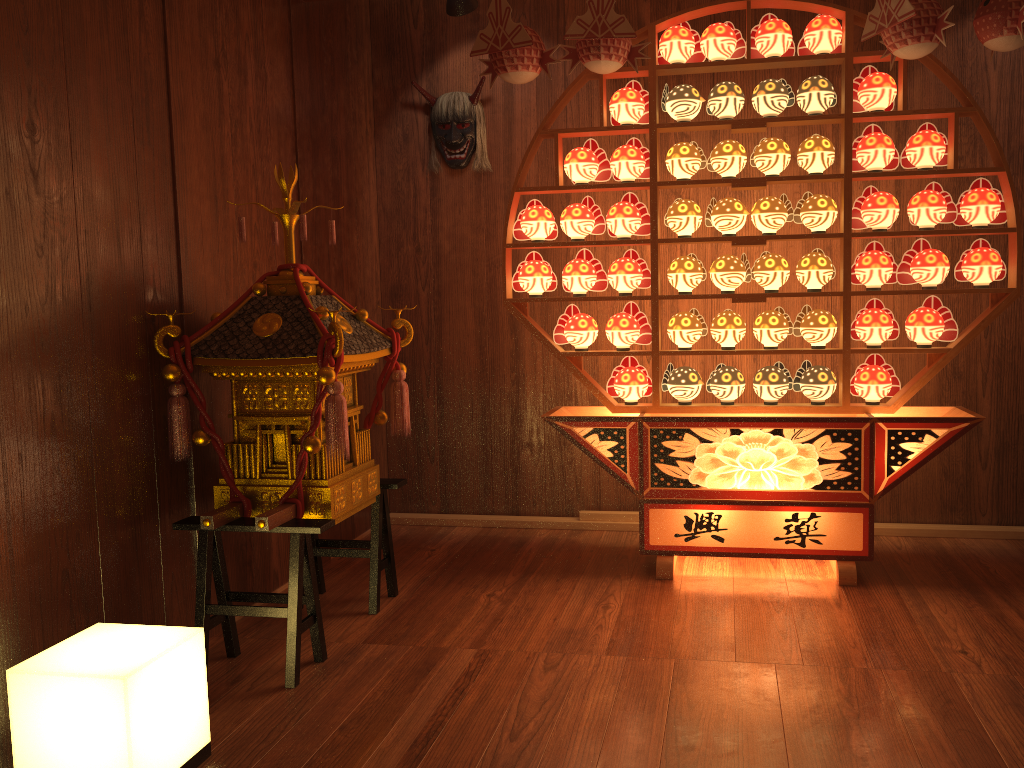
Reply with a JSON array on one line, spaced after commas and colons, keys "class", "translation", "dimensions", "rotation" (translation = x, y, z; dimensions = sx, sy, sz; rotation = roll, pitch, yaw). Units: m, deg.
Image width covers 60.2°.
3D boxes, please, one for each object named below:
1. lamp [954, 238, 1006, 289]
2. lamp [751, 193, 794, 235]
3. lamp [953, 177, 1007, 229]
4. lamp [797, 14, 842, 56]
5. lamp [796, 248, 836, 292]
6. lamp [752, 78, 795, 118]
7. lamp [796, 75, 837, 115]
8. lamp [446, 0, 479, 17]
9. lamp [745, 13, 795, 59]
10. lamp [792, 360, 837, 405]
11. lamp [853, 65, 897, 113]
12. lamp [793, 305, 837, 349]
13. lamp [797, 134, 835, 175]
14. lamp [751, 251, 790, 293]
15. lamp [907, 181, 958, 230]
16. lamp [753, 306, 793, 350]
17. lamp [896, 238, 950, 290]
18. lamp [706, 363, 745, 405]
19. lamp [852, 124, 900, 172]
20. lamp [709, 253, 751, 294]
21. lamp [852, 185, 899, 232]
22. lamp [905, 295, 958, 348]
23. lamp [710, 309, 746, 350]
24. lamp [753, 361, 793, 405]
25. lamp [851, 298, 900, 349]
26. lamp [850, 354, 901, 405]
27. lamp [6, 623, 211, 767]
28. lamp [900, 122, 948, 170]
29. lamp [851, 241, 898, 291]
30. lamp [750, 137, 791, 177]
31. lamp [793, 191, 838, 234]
[{"class": "lamp", "translation": [1.761, -0.454, 3.311], "dimensions": [0.178, 0.192, 0.160], "rotation": [1, 6, 22]}, {"class": "lamp", "translation": [0.993, -0.659, 3.437], "dimensions": [0.161, 0.167, 0.135], "rotation": [-4, 6, -23]}, {"class": "lamp", "translation": [1.744, -0.677, 3.292], "dimensions": [0.195, 0.200, 0.161], "rotation": [1, 6, 26]}, {"class": "lamp", "translation": [1.171, -1.327, 3.328], "dimensions": [0.186, 0.188, 0.160], "rotation": [0, 6, 16]}, {"class": "lamp", "translation": [1.167, -0.442, 3.416], "dimensions": [0.136, 0.173, 0.161], "rotation": [1, 6, 27]}, {"class": "lamp", "translation": [0.985, -1.097, 3.390], "dimensions": [0.162, 0.167, 0.134], "rotation": [-5, 7, -38]}, {"class": "lamp", "translation": [1.150, -1.100, 3.355], "dimensions": [0.136, 0.173, 0.161], "rotation": [1, 6, 27]}, {"class": "lamp", "translation": [-0.206, -1.592, 3.618], "dimensions": [0.136, 0.176, 0.174], "rotation": [-2, 5, -2]}, {"class": "lamp", "translation": [0.996, -1.332, 3.358], "dimensions": [0.200, 0.200, 0.157], "rotation": [-1, 5, 1]}, {"class": "lamp", "translation": [1.203, -0.005, 3.457], "dimensions": [0.143, 0.173, 0.153], "rotation": [-4, 6, -23]}, {"class": "lamp", "translation": [1.373, -1.114, 3.315], "dimensions": [0.201, 0.200, 0.156], "rotation": [-2, 5, -4]}, {"class": "lamp", "translation": [1.196, -0.223, 3.434], "dimensions": [0.143, 0.173, 0.153], "rotation": [-4, 6, -23]}, {"class": "lamp", "translation": [1.160, -0.881, 3.373], "dimensions": [0.137, 0.173, 0.160], "rotation": [0, 6, 17]}, {"class": "lamp", "translation": [1.014, -0.439, 3.443], "dimensions": [0.140, 0.167, 0.156], "rotation": [-2, 5, -3]}, {"class": "lamp", "translation": [1.560, -0.672, 3.328], "dimensions": [0.175, 0.191, 0.162], "rotation": [3, 7, 42]}, {"class": "lamp", "translation": [1.011, -0.219, 3.468], "dimensions": [0.134, 0.167, 0.162], "rotation": [3, 7, 42]}, {"class": "lamp", "translation": [1.584, -0.457, 3.342], "dimensions": [0.201, 0.200, 0.156], "rotation": [-2, 5, -4]}, {"class": "lamp", "translation": [0.860, 0.003, 3.514], "dimensions": [0.141, 0.161, 0.155], "rotation": [-2, 5, -8]}, {"class": "lamp", "translation": [1.373, -0.895, 3.335], "dimensions": [0.198, 0.200, 0.159], "rotation": [0, 5, 11]}, {"class": "lamp", "translation": [0.842, -0.436, 3.481], "dimensions": [0.159, 0.161, 0.137], "rotation": [-3, 5, -13]}, {"class": "lamp", "translation": [1.401, -0.669, 3.354], "dimensions": [0.191, 0.187, 0.155], "rotation": [-2, 5, -8]}, {"class": "lamp", "translation": [1.568, -0.238, 3.367], "dimensions": [0.162, 0.200, 0.193], "rotation": [-6, 7, -43]}, {"class": "lamp", "translation": [0.854, -0.215, 3.491], "dimensions": [0.137, 0.161, 0.159], "rotation": [0, 5, 12]}, {"class": "lamp", "translation": [1.017, -0.001, 3.488], "dimensions": [0.134, 0.167, 0.162], "rotation": [3, 7, 42]}, {"class": "lamp", "translation": [1.391, -0.234, 3.397], "dimensions": [0.181, 0.194, 0.161], "rotation": [1, 6, 22]}, {"class": "lamp", "translation": [1.396, -0.018, 3.421], "dimensions": [0.189, 0.197, 0.161], "rotation": [1, 6, 26]}, {"class": "lamp", "translation": [-0.893, 0.746, 1.990], "dimensions": [0.277, 0.315, 0.284], "rotation": [0, 5, 12]}, {"class": "lamp", "translation": [1.546, -0.893, 3.306], "dimensions": [0.184, 0.195, 0.161], "rotation": [1, 6, 27]}, {"class": "lamp", "translation": [1.382, -0.454, 3.377], "dimensions": [0.185, 0.195, 0.161], "rotation": [1, 6, 22]}, {"class": "lamp", "translation": [1.005, -0.877, 3.402], "dimensions": [0.141, 0.167, 0.155], "rotation": [-2, 5, -8]}, {"class": "lamp", "translation": [1.183, -0.662, 3.395], "dimensions": [0.142, 0.173, 0.153], "rotation": [-3, 6, -18]}]
